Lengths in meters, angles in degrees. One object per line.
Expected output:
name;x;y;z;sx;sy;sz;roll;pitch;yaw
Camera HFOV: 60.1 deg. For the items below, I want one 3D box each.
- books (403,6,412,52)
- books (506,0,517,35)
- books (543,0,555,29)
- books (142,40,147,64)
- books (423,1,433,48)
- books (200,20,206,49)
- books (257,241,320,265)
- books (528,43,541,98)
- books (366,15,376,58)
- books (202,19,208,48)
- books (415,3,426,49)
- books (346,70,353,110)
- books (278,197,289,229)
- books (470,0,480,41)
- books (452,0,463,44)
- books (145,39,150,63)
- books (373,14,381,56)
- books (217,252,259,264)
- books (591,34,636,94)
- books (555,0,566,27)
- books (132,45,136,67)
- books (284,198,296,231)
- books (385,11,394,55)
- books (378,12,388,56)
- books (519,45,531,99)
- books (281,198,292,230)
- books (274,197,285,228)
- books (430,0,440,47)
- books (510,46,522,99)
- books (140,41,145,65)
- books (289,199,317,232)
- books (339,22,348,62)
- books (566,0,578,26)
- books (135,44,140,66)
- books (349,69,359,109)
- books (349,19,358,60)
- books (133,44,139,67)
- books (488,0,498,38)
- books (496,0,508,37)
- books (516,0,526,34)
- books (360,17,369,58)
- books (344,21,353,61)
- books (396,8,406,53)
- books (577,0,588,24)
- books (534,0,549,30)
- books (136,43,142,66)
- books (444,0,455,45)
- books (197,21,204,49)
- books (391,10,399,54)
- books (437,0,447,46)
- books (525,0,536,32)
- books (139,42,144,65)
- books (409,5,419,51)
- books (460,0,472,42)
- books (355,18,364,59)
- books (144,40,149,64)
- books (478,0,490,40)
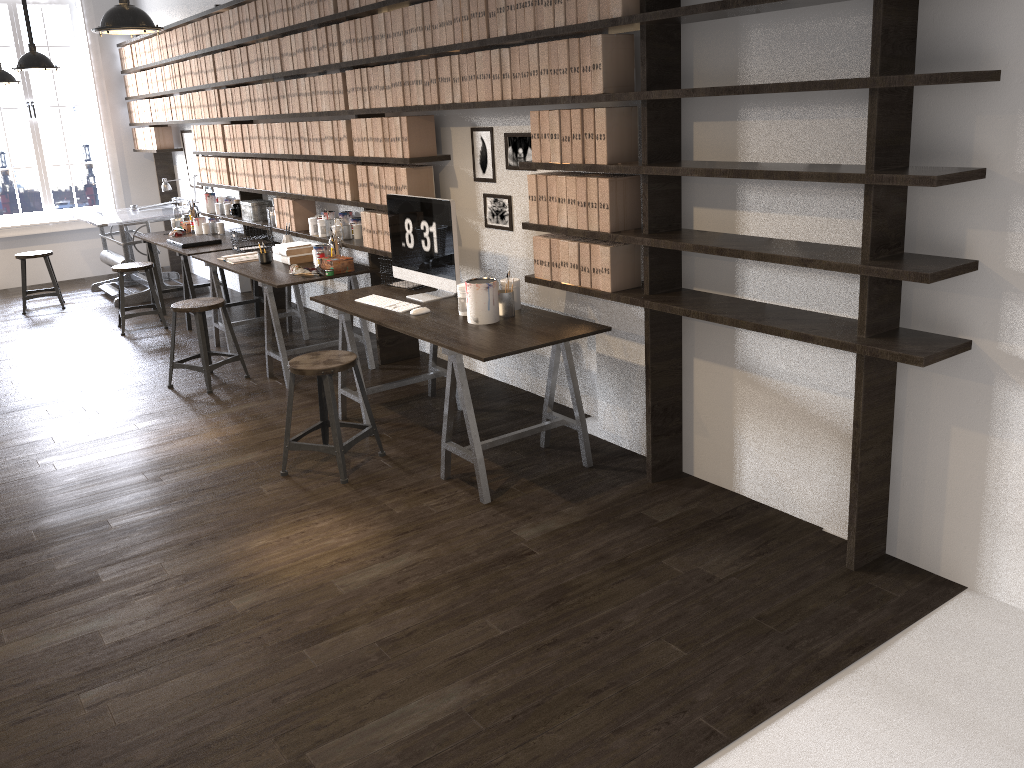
books;-0.471;-1.853;4.635;0.175;0.222;0.067;-14;19;-33
books;0.065;-1.652;3.905;0.175;0.223;0.067;-14;19;-34
books;0.218;-1.592;3.691;0.175;0.222;0.067;-14;19;-34
books;-3.531;-3.260;8.714;0.175;0.223;0.067;-14;19;-33
books;-0.351;-1.808;4.472;0.175;0.223;0.067;-14;19;-33
books;-2.432;-2.850;7.226;0.175;0.223;0.067;-14;19;-34
books;-1.494;-0.886;5.911;0.387;0.146;0.297;-15;20;-33
books;0.164;-1.361;3.850;0.175;0.223;0.067;-14;19;-33
books;-0.720;-1.944;4.968;0.175;0.223;0.067;-14;19;-33
books;-2.395;-2.834;7.168;0.175;0.223;0.067;-14;19;-33
books;-0.395;-1.822;4.525;0.175;0.223;0.067;-14;19;-34
books;-0.892;-1.760;5.296;0.175;0.222;0.067;-14;19;-34
books;-1.634;-1.275;6.581;0.175;0.223;0.067;-14;19;-33
books;-0.104;-1.715;4.136;0.175;0.222;0.067;-14;19;-33
books;-0.190;-1.744;4.243;0.175;0.223;0.067;-14;19;-33
books;-3.453;-3.232;8.613;0.175;0.222;0.067;-14;19;-34
books;-0.672;-1.929;4.911;0.175;0.223;0.067;-14;19;-34
books;-1.866;-0.882;6.142;0.257;0.029;0.357;-15;21;-33
books;0.403;-1.271;3.524;0.175;0.223;0.067;-14;19;-33
books;0.259;-1.576;3.632;0.175;0.223;0.067;-14;19;-33
books;-3.775;-3.355;9.059;0.175;0.222;0.067;-14;19;-33
books;-1.555;-1.243;6.466;0.175;0.223;0.067;-14;19;-34
books;-0.589;-1.898;4.798;0.175;0.223;0.067;-14;19;-33
books;-0.634;-1.912;4.852;0.175;0.223;0.067;-14;19;-34
books;0.126;-1.378;3.908;0.175;0.223;0.067;-14;19;-34
books;-1.593;-1.259;6.524;0.175;0.223;0.067;-14;19;-33
books;-1.678;-1.288;6.631;0.175;0.223;0.067;-14;19;-34
books;-0.309;-1.793;4.417;0.175;0.223;0.067;-14;19;-33
books;0.087;-1.393;3.964;0.175;0.223;0.067;-14;19;-34
books;-3.565;-3.276;8.771;0.175;0.223;0.067;-14;19;-34
books;-1.510;-1.228;6.412;0.175;0.223;0.067;-14;19;-34
books;-0.920;-2.021;5.245;0.175;0.223;0.067;-14;19;-33
books;0.303;-1.562;3.578;0.175;0.223;0.067;-14;19;-34
books;-3.688;-3.323;8.940;0.175;0.223;0.067;-14;19;-33
books;-0.859;-1.745;5.244;0.175;0.223;0.067;-14;19;-33
books;-0.839;-1.988;5.128;0.175;0.223;0.067;-14;19;-34
books;-3.736;-3.338;8.997;0.175;0.223;0.067;-14;19;-34
books;-0.017;-1.683;4.018;0.175;0.223;0.067;-14;19;-33
books;0.020;-1.666;3.959;0.175;0.223;0.067;-14;19;-33
books;0.106;-1.636;3.849;0.175;0.223;0.067;-14;19;-34
books;-0.758;-1.962;5.030;0.175;0.222;0.067;-14;19;-34
books;-0.881;-2.004;5.186;0.175;0.223;0.067;-14;19;-33
books;-0.514;-1.866;4.685;0.175;0.223;0.067;-14;19;-34
books;0.345;-1.547;3.524;0.175;0.223;0.067;-14;19;-34
books;0.183;-1.607;3.741;0.175;0.222;0.067;-14;19;-34
books;-3.651;-3.306;8.881;0.175;0.223;0.067;-14;19;-33
books;-0.232;-1.760;4.300;0.175;0.223;0.067;-14;19;-34
books;-2.474;-2.865;7.280;0.175;0.223;0.067;-14;19;-34
books;-0.548;-1.882;4.742;0.175;0.223;0.067;-14;19;-33
books;-0.272;-1.777;4.360;0.175;0.223;0.067;-14;19;-34
books;0.140;-1.620;3.792;0.175;0.223;0.067;-14;19;-33
books;-3.606;-3.291;8.827;0.175;0.223;0.067;-14;19;-34
books;-0.436;-1.839;4.584;0.175;0.222;0.067;-14;19;-33
books;-0.150;-1.732;4.195;0.175;0.222;0.067;-14;19;-34
books;-0.798;-1.976;5.080;0.175;0.222;0.067;-14;19;-33
books;-3.488;-3.246;8.664;0.175;0.222;0.067;-14;19;-34
books;-0.065;-1.698;4.074;0.175;0.223;0.067;-14;19;-34
